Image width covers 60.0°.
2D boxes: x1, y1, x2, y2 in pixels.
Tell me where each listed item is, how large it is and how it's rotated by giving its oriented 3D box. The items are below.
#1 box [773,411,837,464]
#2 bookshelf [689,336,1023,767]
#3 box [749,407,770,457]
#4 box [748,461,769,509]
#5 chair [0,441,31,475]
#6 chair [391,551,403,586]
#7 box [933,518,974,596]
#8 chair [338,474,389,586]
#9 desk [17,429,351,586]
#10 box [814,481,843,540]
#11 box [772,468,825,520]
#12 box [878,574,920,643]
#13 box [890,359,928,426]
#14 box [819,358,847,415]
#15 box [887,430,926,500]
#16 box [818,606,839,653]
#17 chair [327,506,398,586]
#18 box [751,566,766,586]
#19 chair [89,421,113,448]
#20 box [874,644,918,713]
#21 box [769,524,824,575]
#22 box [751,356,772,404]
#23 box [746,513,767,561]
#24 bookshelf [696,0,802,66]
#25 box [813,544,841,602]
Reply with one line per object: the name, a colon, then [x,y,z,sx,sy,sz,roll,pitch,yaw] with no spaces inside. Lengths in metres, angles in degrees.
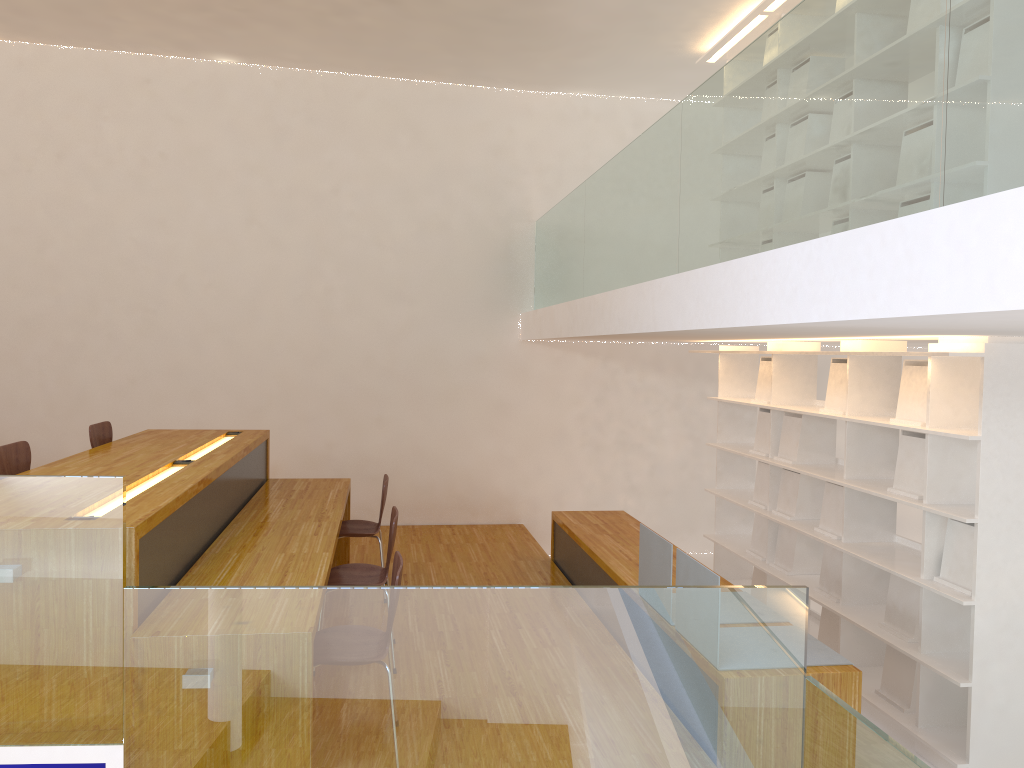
box: [1.752,0.317,5.312,0.274,0.296,0.245,1,2,-8]
bookshelf: [1.723,0.671,5.006,0.498,1.836,2.984,1,2,-8]
box: [1.700,0.302,5.670,0.274,0.296,0.245,1,2,-8]
box: [1.696,0.631,5.673,0.274,0.296,0.245,1,2,-8]
chair: [-2.052,0.614,3.955,0.381,0.693,0.428,1,2,-8]
chair: [-0.589,0.983,3.200,0.381,0.693,0.428,1,2,-8]
box: [1.979,0.708,3.731,0.274,0.296,0.245,1,2,-8]
chair: [-0.928,0.899,5.261,0.381,0.693,0.428,1,2,-8]
desk: [-1.470,0.820,4.184,1.285,0.918,3.236,1,2,-8]
box: [1.824,0.666,4.793,0.274,0.296,0.245,1,2,-8]
box: [1.746,0.645,5.325,0.274,0.296,0.245,1,2,-8]
box: [1.913,1.021,4.153,0.274,0.296,0.245,1,2,-8]
box: [1.936,0.038,4.076,0.274,0.296,0.245,1,2,-8]
box: [1.836,0.009,4.746,0.274,0.296,0.245,1,2,-8]
box: [1.930,0.365,4.090,0.274,0.296,0.245,1,2,-8]
box: [1.815,1.324,4.803,0.274,0.296,0.245,1,2,-8]
chair: [-0.729,0.944,4.161,0.381,0.693,0.428,1,2,-8]
box: [1.683,1.287,5.707,0.274,0.296,0.245,1,2,-8]
chair: [-2.176,0.570,5.066,0.381,0.693,0.428,1,2,-8]
box: [1.906,1.349,4.176,0.274,0.296,0.245,1,2,-8]
box: [1.739,0.973,5.350,0.274,0.296,0.245,1,2,-8]
box: [1.706,-0.026,5.658,0.274,0.296,0.245,1,2,-8]
box: [1.687,0.958,5.704,0.274,0.296,0.245,1,2,-8]
bookshelf: [1.759,-1.388,4.929,0.498,1.836,2.984,1,2,-8]
box: [1.820,0.995,4.791,0.274,0.296,0.245,1,2,-8]
